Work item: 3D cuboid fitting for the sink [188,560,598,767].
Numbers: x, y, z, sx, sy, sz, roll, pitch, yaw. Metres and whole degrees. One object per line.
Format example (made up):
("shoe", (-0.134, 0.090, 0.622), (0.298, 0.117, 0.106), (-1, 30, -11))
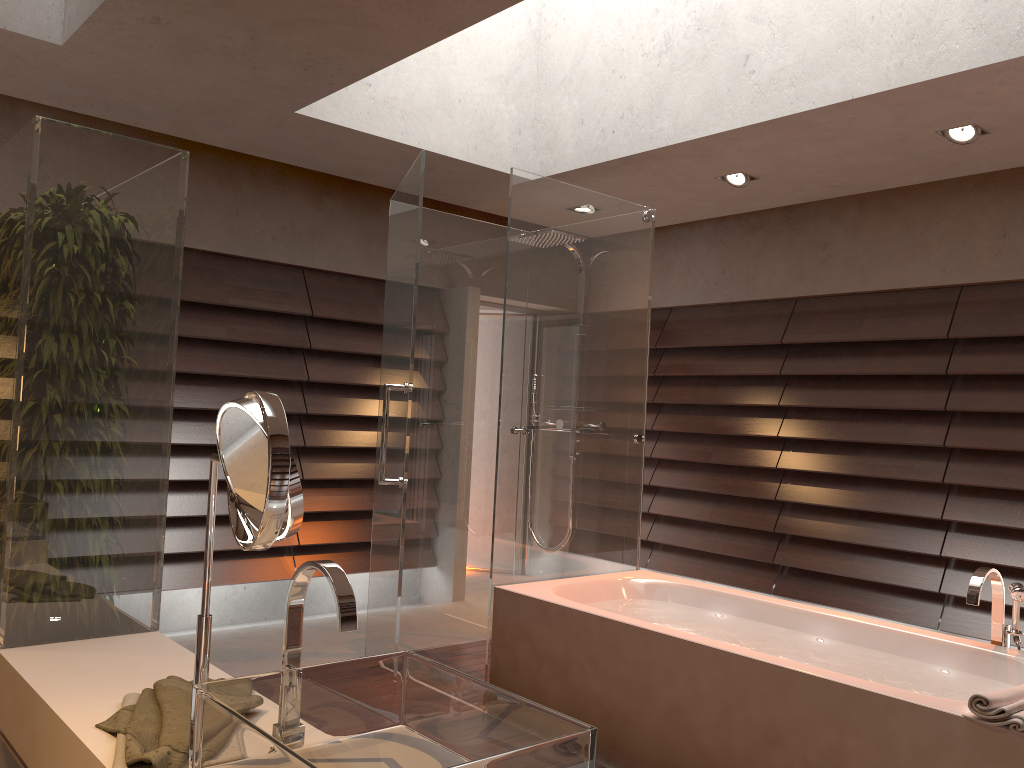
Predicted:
("sink", (-0.183, 0.429, 1.142), (0.340, 0.357, 0.486), (5, -3, -41))

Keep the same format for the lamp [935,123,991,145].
("lamp", (1.940, -1.097, 3.817), (0.170, 0.110, 0.165), (5, -3, -41))

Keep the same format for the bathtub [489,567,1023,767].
("bathtub", (0.951, 0.966, 3.115), (0.994, 0.761, 2.000), (5, -3, -41))

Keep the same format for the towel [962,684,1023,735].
("towel", (1.303, 0.794, 2.220), (0.396, 0.068, 0.159), (4, -3, -35))

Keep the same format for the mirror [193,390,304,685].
("mirror", (-0.346, 0.302, 1.072), (0.074, 0.589, 0.316), (5, -3, -38))

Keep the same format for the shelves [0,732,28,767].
("shelves", (-0.874, 0.991, 1.872), (0.368, 0.436, 0.487), (5, -3, -41))

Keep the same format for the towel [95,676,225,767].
("towel", (-0.594, 0.573, 1.551), (0.258, 0.057, 0.571), (3, -2, 1))

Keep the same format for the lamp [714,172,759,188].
("lamp", (1.189, -1.102, 4.686), (0.170, 0.110, 0.165), (5, -3, -41))

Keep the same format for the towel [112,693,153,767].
("towel", (-0.569, 0.589, 1.526), (0.202, 0.027, 0.394), (4, -2, -21))

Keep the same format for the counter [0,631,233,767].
("counter", (-1.000, 0.866, 2.045), (0.350, 0.686, 2.931), (5, -3, -41))
